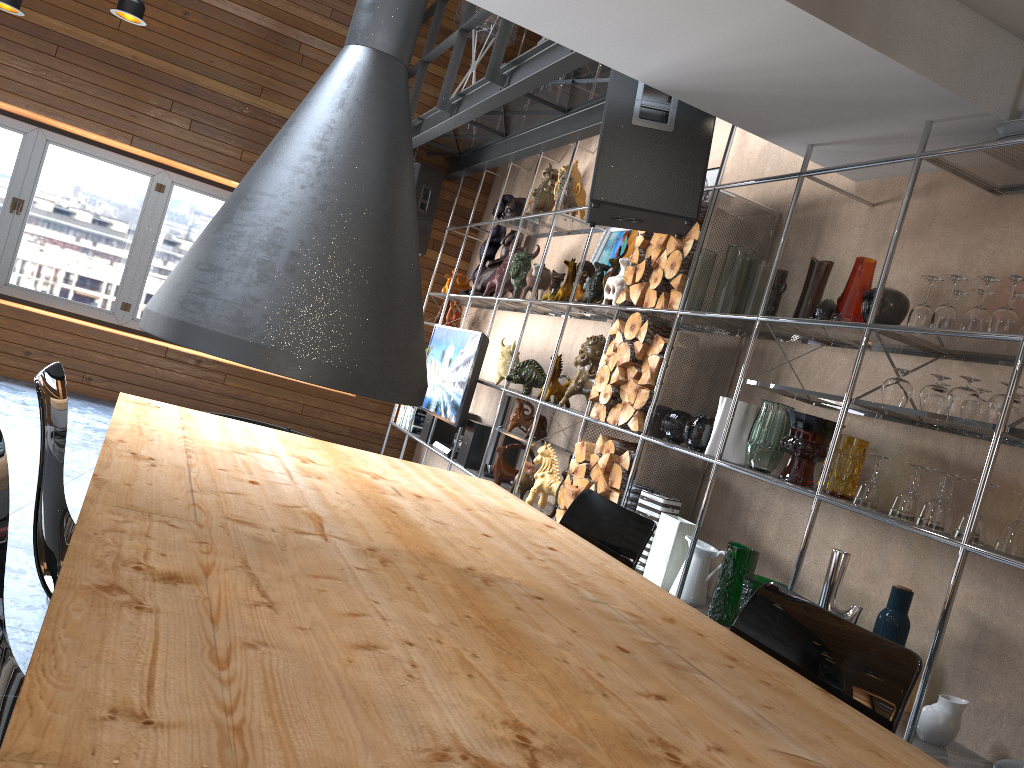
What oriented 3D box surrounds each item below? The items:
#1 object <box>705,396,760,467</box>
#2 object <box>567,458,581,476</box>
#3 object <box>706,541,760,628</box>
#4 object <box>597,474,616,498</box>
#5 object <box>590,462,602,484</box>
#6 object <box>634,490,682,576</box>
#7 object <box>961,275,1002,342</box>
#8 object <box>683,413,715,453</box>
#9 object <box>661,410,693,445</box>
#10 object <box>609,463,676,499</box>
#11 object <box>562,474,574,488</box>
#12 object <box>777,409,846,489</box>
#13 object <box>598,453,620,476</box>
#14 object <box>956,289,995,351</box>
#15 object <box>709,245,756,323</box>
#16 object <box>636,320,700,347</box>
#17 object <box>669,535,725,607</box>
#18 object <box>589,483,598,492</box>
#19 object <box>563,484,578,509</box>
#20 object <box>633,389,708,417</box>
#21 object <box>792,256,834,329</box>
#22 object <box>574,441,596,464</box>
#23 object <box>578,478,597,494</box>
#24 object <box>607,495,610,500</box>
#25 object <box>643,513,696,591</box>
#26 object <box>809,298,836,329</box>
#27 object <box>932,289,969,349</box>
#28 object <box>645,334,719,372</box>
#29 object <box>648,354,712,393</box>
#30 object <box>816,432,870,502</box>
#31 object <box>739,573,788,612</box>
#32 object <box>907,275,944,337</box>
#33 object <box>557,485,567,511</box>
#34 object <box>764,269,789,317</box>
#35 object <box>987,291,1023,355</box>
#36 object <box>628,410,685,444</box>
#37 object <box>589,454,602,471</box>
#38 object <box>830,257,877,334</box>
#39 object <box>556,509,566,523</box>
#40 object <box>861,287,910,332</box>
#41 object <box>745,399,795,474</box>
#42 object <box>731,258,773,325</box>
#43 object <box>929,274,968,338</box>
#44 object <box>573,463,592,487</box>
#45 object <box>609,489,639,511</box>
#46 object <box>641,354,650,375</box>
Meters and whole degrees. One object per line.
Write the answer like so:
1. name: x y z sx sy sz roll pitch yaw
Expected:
1. object: 0.882 0.188 3.533 0.175 0.241 0.165 16 0 13
2. object: 0.430 0.460 4.431 0.307 0.120 0.098 16 0 -27
3. object: 0.822 0.745 3.299 0.125 0.295 0.130 16 0 2
4. object: 0.562 0.508 4.096 0.329 0.107 0.128 16 0 -22
5. object: 0.546 0.459 4.213 0.321 0.128 0.164 16 0 -23
6. object: 0.601 0.649 3.843 0.140 0.347 0.139 16 1 -43
7. object: 1.373 -0.220 2.601 0.071 0.184 0.070 17 1 43
8. object: 0.790 0.206 3.701 0.151 0.154 0.151 16 0 -19
9. object: 0.725 0.189 3.863 0.149 0.146 0.148 16 1 -43
10. object: 0.593 0.445 4.022 0.299 0.114 0.135 16 0 -25
11. object: 0.416 0.512 4.410 0.331 0.110 0.107 16 0 -25
12. object: 1.039 0.236 3.144 0.218 0.244 0.216 16 0 -33
13. object: 0.569 0.405 4.117 0.362 0.115 0.098 16 0 -23
14. object: 1.447 -0.200 2.775 0.071 0.184 0.070 17 1 43
15. object: 0.942 -0.426 3.799 0.122 0.313 0.122 16 0 -2
16. object: 0.722 -0.205 4.122 0.289 0.121 0.107 16 0 -22
17. object: 0.733 0.742 3.490 0.171 0.245 0.146 16 0 8
18. object: 0.507 0.552 4.175 0.331 0.110 0.101 16 0 -21
19. object: 0.428 0.581 4.331 0.374 0.131 0.115 16 0 -27
20. object: 0.717 0.109 4.000 0.321 0.109 0.110 16 0 -22
21. object: 1.123 -0.344 3.310 0.092 0.268 0.092 16 0 0
22. object: 0.464 0.367 4.371 0.299 0.119 0.151 16 0 -20
23. object: 0.467 0.526 4.243 0.330 0.098 0.107 16 0 -27
24. object: 0.567 0.606 4.071 0.285 0.143 0.143 16 0 -23
25. object: 0.650 0.694 3.660 0.092 0.287 0.148 16 0 -23
26. object: 1.139 -0.256 3.213 0.108 0.109 0.109 16 0 3
27. object: 1.420 -0.209 2.877 0.071 0.184 0.070 17 1 43
28. object: 0.778 -0.130 4.051 0.299 0.119 0.151 16 0 -20
29. object: 0.752 -0.048 4.012 0.307 0.120 0.098 16 0 -27
30. object: 1.104 0.276 2.962 0.120 0.206 0.120 17 0 25
31. object: 0.871 0.801 3.129 0.157 0.219 0.161 17 0 24
32. object: 1.296 -0.245 2.789 0.071 0.184 0.070 17 1 43
33. object: 0.386 0.601 4.425 0.321 0.109 0.110 16 0 -22
34. object: 1.034 -0.345 3.491 0.058 0.215 0.077 16 0 4
35. object: 1.498 -0.185 2.690 0.071 0.184 0.070 17 1 43
36. object: 0.689 0.200 4.008 0.330 0.105 0.107 16 0 -25
37. object: 0.518 0.412 4.278 0.303 0.090 0.098 16 0 -24
38. object: 1.204 -0.312 3.097 0.127 0.255 0.126 16 0 21
39. object: 0.394 0.699 4.326 0.362 0.131 0.154 16 0 -22
40. object: 1.241 -0.245 2.958 0.149 0.149 0.148 16 0 21
41. object: 0.960 0.201 3.320 0.144 0.264 0.142 16 0 8
42. object: 0.990 -0.379 3.650 0.113 0.253 0.112 16 0 -22
43. object: 1.325 -0.235 2.698 0.071 0.184 0.070 17 1 43
44. object: 0.449 0.463 4.332 0.290 0.153 0.112 16 0 -26
45. object: 0.585 0.546 4.015 0.309 0.121 0.111 16 0 -23
46. object: 0.739 -0.043 4.091 0.290 0.153 0.112 16 0 -26
